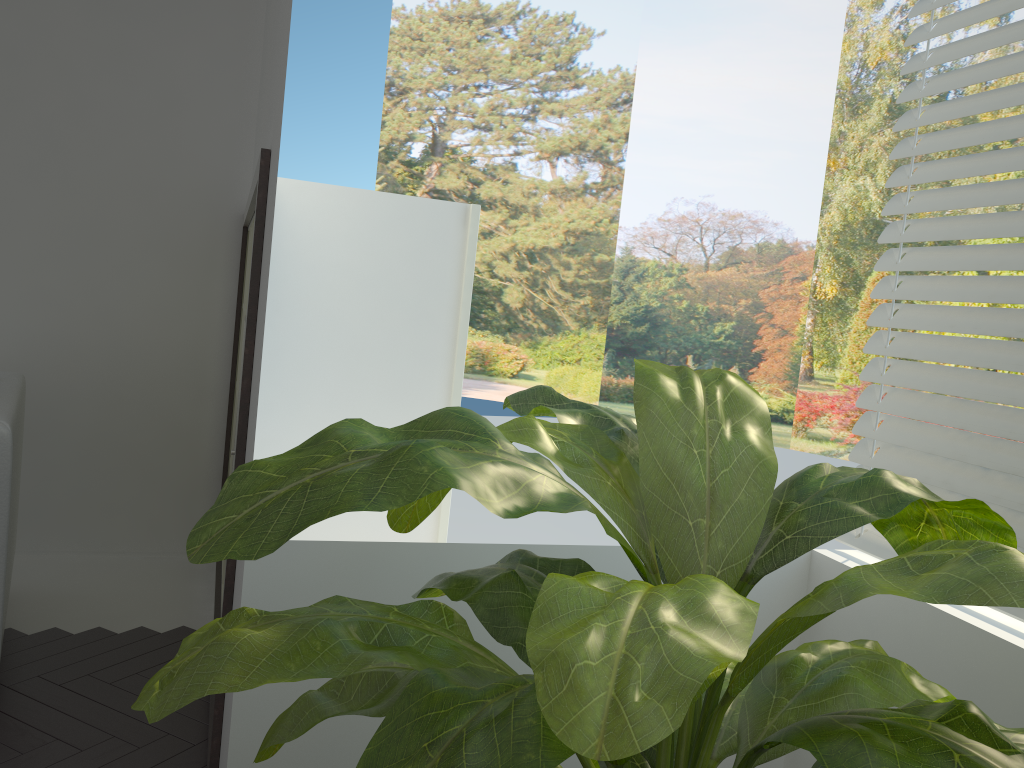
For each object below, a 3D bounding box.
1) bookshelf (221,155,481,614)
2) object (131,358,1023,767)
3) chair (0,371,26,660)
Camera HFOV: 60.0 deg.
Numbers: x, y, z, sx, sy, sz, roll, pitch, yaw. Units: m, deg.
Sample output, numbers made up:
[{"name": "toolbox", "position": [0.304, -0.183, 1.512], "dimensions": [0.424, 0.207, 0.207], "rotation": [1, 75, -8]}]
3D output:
[{"name": "bookshelf", "position": [-0.703, 0.132, 3.038], "dimensions": [0.501, 1.494, 2.103], "rotation": [5, 5, -18]}, {"name": "object", "position": [0.175, 0.587, 0.991], "dimensions": [1.025, 1.197, 1.122], "rotation": [2, 6, -40]}, {"name": "chair", "position": [-2.033, 0.398, 2.662], "dimensions": [0.944, 0.815, 1.157], "rotation": [4, 5, -28]}]
